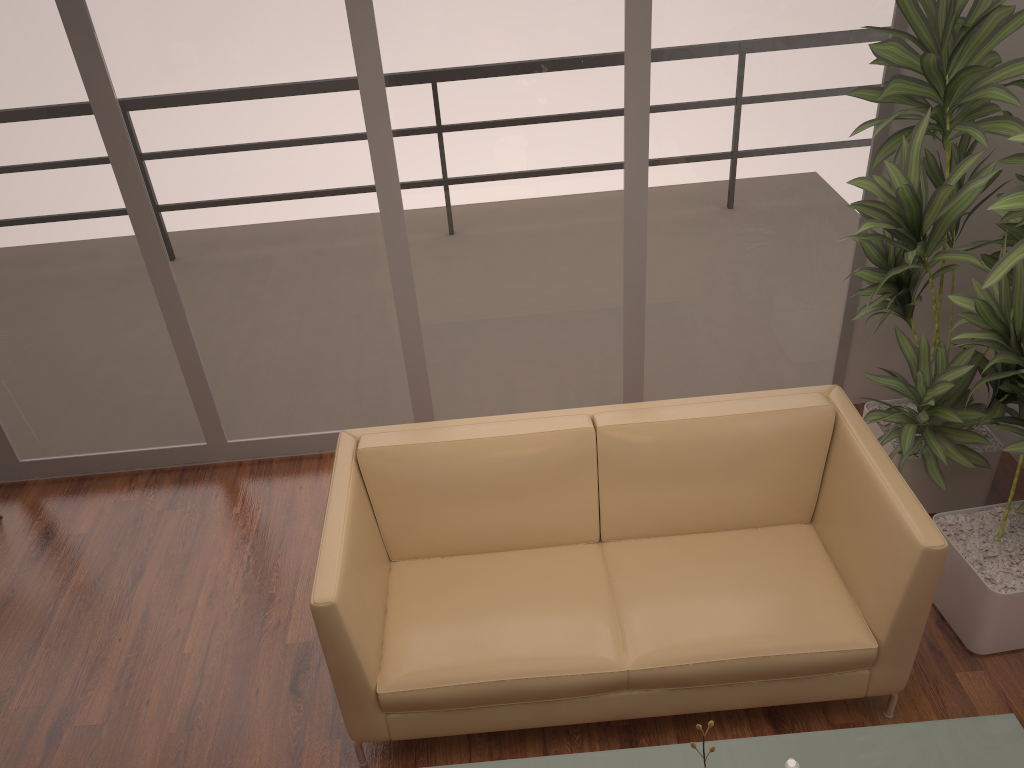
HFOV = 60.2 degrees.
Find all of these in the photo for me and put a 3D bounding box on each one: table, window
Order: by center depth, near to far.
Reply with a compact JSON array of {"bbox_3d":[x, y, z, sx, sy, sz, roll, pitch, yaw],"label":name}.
[{"bbox_3d":[0.401,1.407,2.049,1.870,0.586,0.898,-5,34,0],"label":"table"},{"bbox_3d":[-2.564,-0.928,3.381,8.560,3.432,0.059,-5,35,0],"label":"window"}]

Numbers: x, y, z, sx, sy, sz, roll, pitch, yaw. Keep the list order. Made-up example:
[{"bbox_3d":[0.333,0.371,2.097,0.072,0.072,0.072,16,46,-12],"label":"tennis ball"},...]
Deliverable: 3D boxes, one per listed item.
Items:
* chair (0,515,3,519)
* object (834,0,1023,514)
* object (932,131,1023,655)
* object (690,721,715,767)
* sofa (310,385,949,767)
[{"bbox_3d":[-2.663,0.371,3.738,0.543,0.942,0.536,-5,35,0],"label":"chair"},{"bbox_3d":[1.710,-0.436,3.197,1.079,2.202,0.924,5,36,14],"label":"object"},{"bbox_3d":[1.765,-0.085,2.656,0.967,2.202,1.031,2,35,10],"label":"object"},{"bbox_3d":[0.446,0.922,1.681,0.297,0.617,0.355,-8,35,-5],"label":"object"},{"bbox_3d":[0.325,0.621,2.990,1.801,0.877,0.839,-5,34,0],"label":"sofa"}]
